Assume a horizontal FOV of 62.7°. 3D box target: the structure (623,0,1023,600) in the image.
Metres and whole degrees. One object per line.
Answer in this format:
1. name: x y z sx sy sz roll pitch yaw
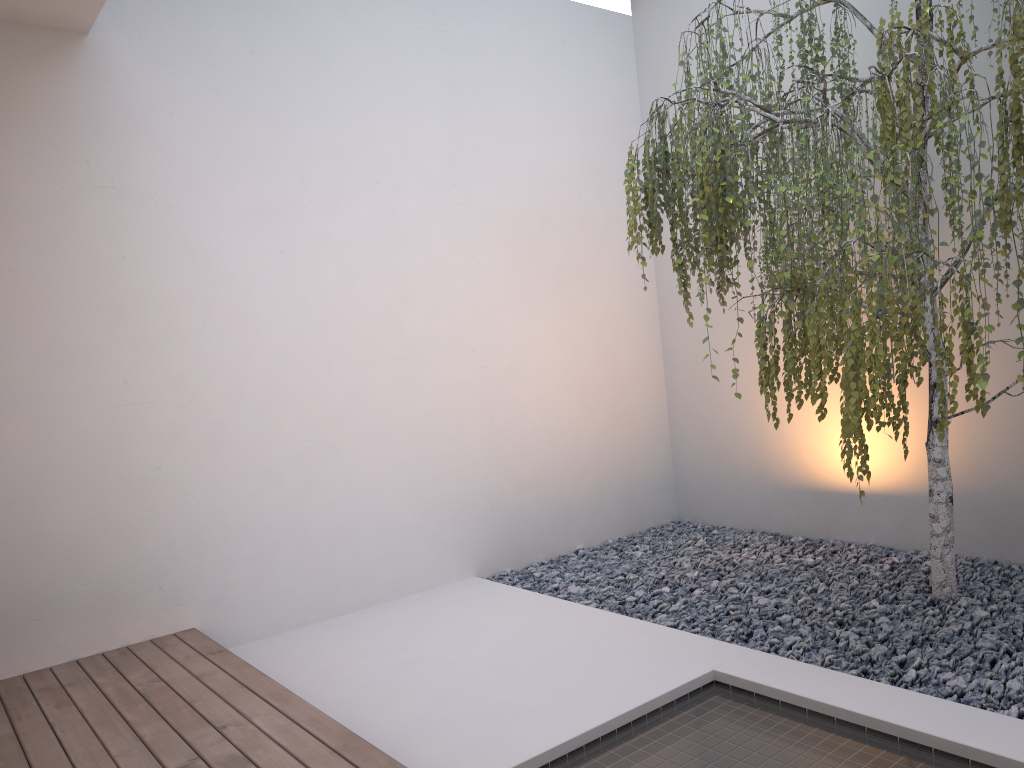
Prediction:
1. structure: 1.397 -1.022 3.157 2.012 4.039 2.080 -13 8 -42
